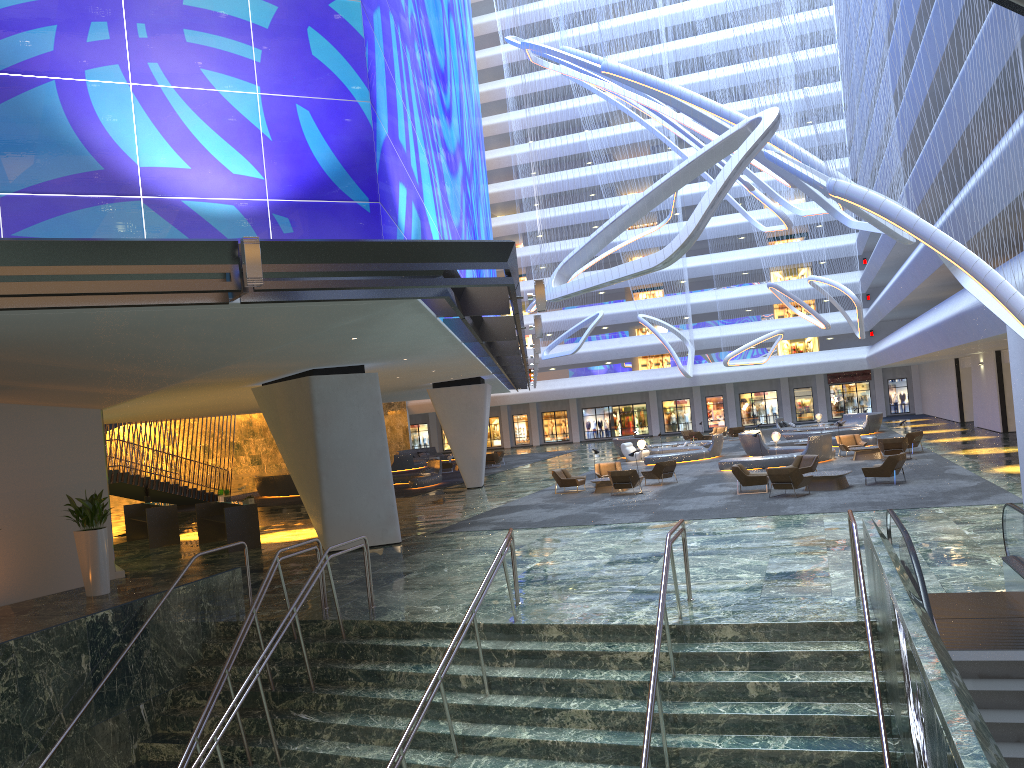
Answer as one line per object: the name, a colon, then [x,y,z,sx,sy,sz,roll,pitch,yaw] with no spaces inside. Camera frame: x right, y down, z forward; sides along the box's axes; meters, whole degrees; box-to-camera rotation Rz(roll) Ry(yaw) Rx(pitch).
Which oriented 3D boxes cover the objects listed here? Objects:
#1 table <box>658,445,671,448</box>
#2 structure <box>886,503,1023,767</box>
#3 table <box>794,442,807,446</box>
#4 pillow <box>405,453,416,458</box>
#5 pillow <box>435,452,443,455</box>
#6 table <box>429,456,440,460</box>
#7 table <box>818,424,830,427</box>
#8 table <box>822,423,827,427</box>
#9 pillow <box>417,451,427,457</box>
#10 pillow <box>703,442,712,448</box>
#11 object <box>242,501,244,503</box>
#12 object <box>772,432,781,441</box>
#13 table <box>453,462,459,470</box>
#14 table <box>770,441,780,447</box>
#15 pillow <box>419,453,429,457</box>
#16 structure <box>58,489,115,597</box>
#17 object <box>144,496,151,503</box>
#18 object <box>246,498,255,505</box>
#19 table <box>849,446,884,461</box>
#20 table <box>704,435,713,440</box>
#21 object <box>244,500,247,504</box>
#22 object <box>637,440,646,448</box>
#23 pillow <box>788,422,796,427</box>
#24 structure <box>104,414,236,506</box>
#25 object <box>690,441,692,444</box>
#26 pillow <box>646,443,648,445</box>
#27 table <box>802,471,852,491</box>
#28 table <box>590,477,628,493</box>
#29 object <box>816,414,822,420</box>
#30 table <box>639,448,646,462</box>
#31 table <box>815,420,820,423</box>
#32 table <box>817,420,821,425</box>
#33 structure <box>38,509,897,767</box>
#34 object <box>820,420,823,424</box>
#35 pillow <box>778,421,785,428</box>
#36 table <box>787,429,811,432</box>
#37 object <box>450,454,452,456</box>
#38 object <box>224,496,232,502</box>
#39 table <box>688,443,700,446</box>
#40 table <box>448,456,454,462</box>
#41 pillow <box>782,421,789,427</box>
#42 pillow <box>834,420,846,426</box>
table: [7.616,3.293,44.127,0.674,0.406,0.670,-7,-2,38]
structure: [3.509,5.499,1.672,3.019,8.238,19.817,-6,-2,18]
table: [12.212,2.594,36.360,1.204,0.392,1.202,-6,-2,19]
pillow: [-6.771,4.761,59.012,0.315,0.386,0.784,-6,-2,35]
pillow: [-4.934,4.727,59.888,0.443,0.207,0.445,-6,-2,5]
table: [-5.035,4.956,57.716,0.670,0.406,0.674,-5,-2,-27]
table: [17.925,2.541,50.887,0.671,0.406,0.673,-6,-1,15]
table: [16.785,2.429,47.689,0.418,0.595,0.427,-6,-1,15]
pillow: [-6.002,4.715,59.702,0.774,0.366,0.317,-5,-1,-30]
pillow: [8.749,2.644,38.654,0.693,0.262,0.876,-6,-2,27]
object: [-6.806,3.005,22.532,0.073,0.070,0.072,-5,-1,-37]
object: [10.668,2.115,35.795,0.367,0.387,0.318,-6,-1,26]
table: [-2.550,4.374,47.454,1.202,0.392,1.204,-5,-2,-17]
table: [10.666,2.608,35.781,0.418,0.595,0.427,-6,-1,18]
pillow: [-5.944,4.747,59.512,0.693,0.262,0.877,-6,-2,9]
structure: [-8.135,3.061,17.176,1.022,2.051,0.773,-5,0,-3]
object: [-11.005,3.491,26.762,0.158,0.181,0.158,-5,-1,-27]
object: [-6.546,2.930,22.173,0.149,0.149,0.149,-5,-1,-37]
table: [12.319,2.393,30.705,1.204,0.392,1.202,-6,-2,18]
table: [11.121,3.202,51.236,1.201,0.392,1.205,-4,-2,-36]
object: [-6.690,2.970,22.371,0.111,0.108,0.108,-5,-1,-37]
object: [5.858,2.716,40.026,0.367,0.387,0.318,-5,-1,1]
pillow: [16.385,2.400,52.246,0.683,0.280,0.875,-4,-2,-34]
structure: [-18.572,3.034,40.473,11.994,6.246,16.480,-6,-2,18]
object: [8.893,2.905,43.999,0.071,0.118,0.151,-6,-1,29]
pillow: [6.791,3.147,46.150,0.443,0.207,0.445,-5,-2,-20]
table: [8.203,2.528,23.120,1.205,0.392,1.201,-7,-2,37]
table: [3.113,3.173,27.883,1.204,0.392,1.202,-6,-2,19]
object: [18.527,1.975,53.499,0.367,0.387,0.318,-5,-1,1]
table: [5.867,3.207,39.992,0.418,0.595,0.428,-5,-1,-7]
table: [18.536,2.466,53.465,0.418,0.595,0.428,-5,-1,-7]
table: [18.104,2.459,52.273,0.417,0.595,0.428,-5,-1,-28]
structure: [-2.699,6.178,3.302,9.314,8.398,19.721,-6,-2,18]
object: [17.827,2.221,50.978,0.131,0.252,0.103,-5,0,2]
pillow: [15.884,2.374,52.070,0.295,0.369,0.768,-6,-2,31]
table: [15.282,2.668,47.160,1.204,0.392,1.202,-6,-2,19]
object: [-3.933,4.566,57.048,0.151,0.118,0.071,-5,-1,-36]
object: [-7.613,3.085,23.723,0.150,0.145,0.150,-5,-1,-38]
table: [9.111,3.144,43.915,0.673,0.406,0.672,-5,-1,-19]
table: [-3.769,4.808,56.889,0.673,0.406,0.671,-6,-1,6]
pillow: [16.089,2.329,52.036,0.315,0.386,0.784,-6,-2,34]
pillow: [17.767,2.103,48.002,0.692,0.262,0.878,-5,-2,-19]
